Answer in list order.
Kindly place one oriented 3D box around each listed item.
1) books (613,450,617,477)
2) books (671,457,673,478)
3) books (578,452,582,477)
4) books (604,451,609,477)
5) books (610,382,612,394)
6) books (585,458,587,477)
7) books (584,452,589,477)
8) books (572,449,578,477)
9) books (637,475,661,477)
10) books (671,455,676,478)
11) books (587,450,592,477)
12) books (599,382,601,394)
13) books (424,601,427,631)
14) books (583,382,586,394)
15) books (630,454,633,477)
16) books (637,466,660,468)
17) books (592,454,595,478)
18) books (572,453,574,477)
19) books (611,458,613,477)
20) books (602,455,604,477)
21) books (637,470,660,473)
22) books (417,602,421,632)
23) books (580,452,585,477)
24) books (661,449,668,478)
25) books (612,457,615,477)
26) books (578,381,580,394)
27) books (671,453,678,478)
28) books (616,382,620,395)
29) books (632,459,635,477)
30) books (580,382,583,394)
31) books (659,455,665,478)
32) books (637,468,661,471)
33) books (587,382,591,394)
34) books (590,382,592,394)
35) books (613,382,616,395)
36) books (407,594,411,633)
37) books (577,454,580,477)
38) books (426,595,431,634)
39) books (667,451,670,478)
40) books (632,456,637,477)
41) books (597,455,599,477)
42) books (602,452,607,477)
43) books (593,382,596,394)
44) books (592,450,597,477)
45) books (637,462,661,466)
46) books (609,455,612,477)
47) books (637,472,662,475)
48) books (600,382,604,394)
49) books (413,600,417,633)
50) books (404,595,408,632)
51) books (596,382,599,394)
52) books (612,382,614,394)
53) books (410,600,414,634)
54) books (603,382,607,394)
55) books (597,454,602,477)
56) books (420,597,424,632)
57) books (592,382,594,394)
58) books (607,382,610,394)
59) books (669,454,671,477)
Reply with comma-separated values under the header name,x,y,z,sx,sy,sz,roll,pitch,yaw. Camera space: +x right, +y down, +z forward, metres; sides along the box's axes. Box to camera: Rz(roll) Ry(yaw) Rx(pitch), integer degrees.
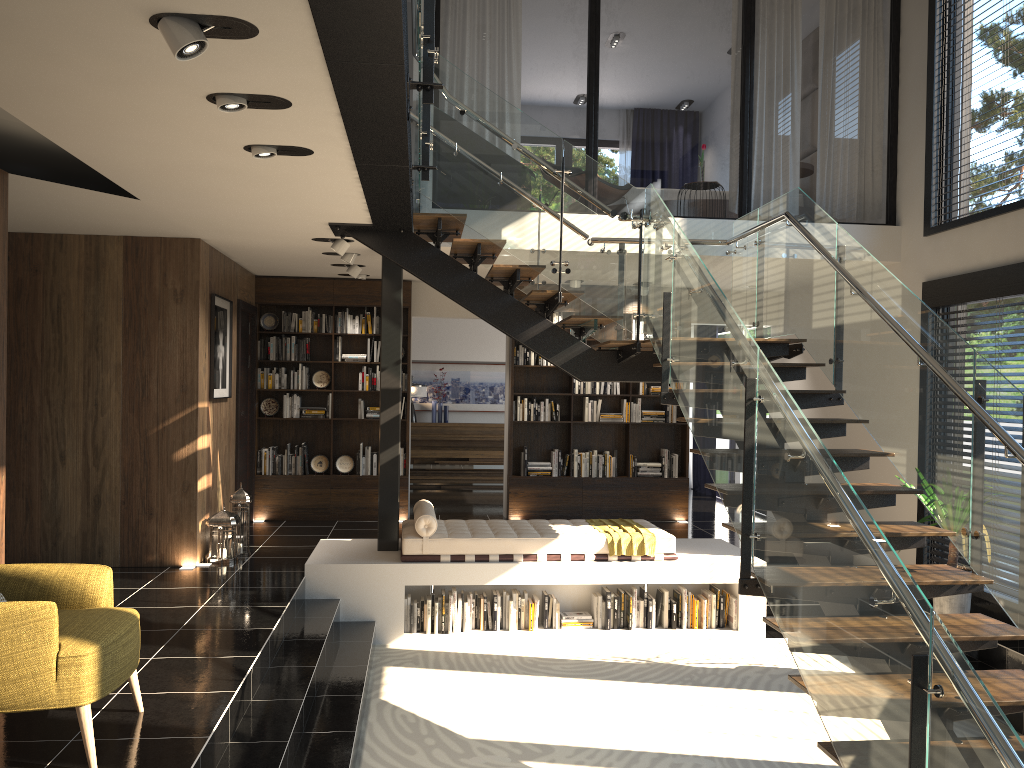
name,x,y,z,sx,sy,sz,roll,pitch,yaw
books,1.191,0.917,10.260,0.022,0.307,0.131,1,1,-6
books,1.839,0.965,10.316,0.022,0.234,0.178,1,0,-6
books,0.778,0.927,10.213,0.025,0.274,0.150,1,0,-6
books,1.090,0.922,10.232,0.025,0.294,0.177,1,0,-6
books,1.124,0.027,10.242,0.024,0.187,0.148,1,0,-6
books,0.833,0.958,10.205,0.025,0.214,0.170,1,0,-6
books,0.861,0.925,10.218,0.031,0.280,0.141,1,1,-6
books,0.721,0.907,10.178,0.035,0.312,0.160,1,1,-6
books,1.572,1.065,10.298,0.273,0.025,0.156,1,0,-8
books,1.863,0.956,10.310,0.023,0.254,0.191,1,0,-6
books,0.892,0.917,10.220,0.032,0.298,0.169,1,0,-6
books,0.996,0.030,10.232,0.021,0.176,0.161,1,0,-6
books,-0.709,1.896,7.248,0.020,0.225,0.156,1,0,-6
books,0.816,0.001,10.195,0.027,0.228,0.208,1,0,-6
books,1.362,0.942,10.272,0.024,0.264,0.174,1,0,-6
books,1.574,0.959,10.298,0.251,0.026,0.148,1,0,-10
books,0.923,0.939,10.199,0.025,0.255,0.202,1,0,-6
books,0.687,0.931,10.210,0.026,0.263,0.156,1,0,-6
books,1.142,0.960,10.245,0.026,0.221,0.145,1,0,-6
books,1.036,0.943,10.227,0.029,0.250,0.142,1,0,-6
books,1.573,1.009,10.300,0.250,0.026,0.148,1,0,-9
books,-0.763,1.902,7.245,0.029,0.211,0.130,1,0,-6
books,0.808,0.926,10.190,0.030,0.276,0.160,1,0,-6
books,1.766,0.918,10.299,0.030,0.326,0.195,1,0,-6
books,1.168,0.957,10.247,0.026,0.227,0.129,1,0,-6
books,0.763,0.033,10.211,0.027,0.162,0.125,1,0,-6
books,1.887,0.946,10.306,0.025,0.274,0.204,1,0,-6
books,1.212,0.012,10.261,0.046,0.219,0.145,1,0,-6
books,1.387,0.975,10.261,0.025,0.199,0.149,1,0,-6
books,0.790,0.016,10.200,0.024,0.197,0.174,1,0,-6
books,1.738,0.957,10.295,0.026,0.247,0.149,1,0,-6
books,1.575,0.984,10.287,0.263,0.024,0.167,1,0,-11
books,0.870,-0.013,10.203,0.028,0.258,0.208,1,0,-6
books,0.894,0.016,10.227,0.026,0.201,0.146,1,0,-6
books,1.177,0.011,10.255,0.024,0.220,0.148,1,0,-6
books,-0.839,1.864,7.221,0.024,0.286,0.130,1,1,-6
books,0.752,0.932,10.192,0.030,0.262,0.173,1,0,-6
books,-0.678,1.873,7.220,0.035,0.273,0.200,1,0,-6
books,1.794,0.926,10.304,0.027,0.311,0.148,1,1,-6
books,1.414,0.956,10.256,0.026,0.238,0.159,1,0,-6
books,0.977,0.944,10.212,0.023,0.246,0.149,1,0,-6
books,1.065,0.929,10.223,0.028,0.280,0.154,1,0,-6
books,0.944,-0.005,10.216,0.030,0.244,0.142,1,0,-6
books,0.949,0.914,10.221,0.032,0.306,0.155,1,1,-6
books,1.576,0.931,10.283,0.288,0.030,0.175,1,0,-2
books,1.118,0.945,10.222,0.028,0.250,0.162,1,0,-6
books,1.573,1.037,10.290,0.286,0.030,0.176,1,0,-8
books,1.030,0.033,10.237,0.047,0.171,0.167,1,0,-6
books,-0.788,1.887,7.215,0.027,0.241,0.150,1,0,-6
books,-0.865,1.871,7.234,0.025,0.270,0.156,1,0,-6
books,0.974,0.002,10.208,0.028,0.231,0.167,1,0,-6
books,1.148,0.016,10.272,0.030,0.208,0.119,1,0,-6
books,-0.814,1.892,7.209,0.024,0.229,0.171,1,0,-6
books,1.071,-0.013,10.232,0.032,0.265,0.149,1,0,-6
books,1.005,0.940,10.221,0.034,0.255,0.194,1,0,-6
books,-0.734,1.880,7.252,0.030,0.256,0.145,1,0,-6
books,0.917,0.014,10.227,0.020,0.206,0.147,1,0,-6
books,1.100,0.030,10.230,0.027,0.179,0.164,1,0,-6
books,1.817,0.948,10.316,0.023,0.267,0.147,1,0,-6
